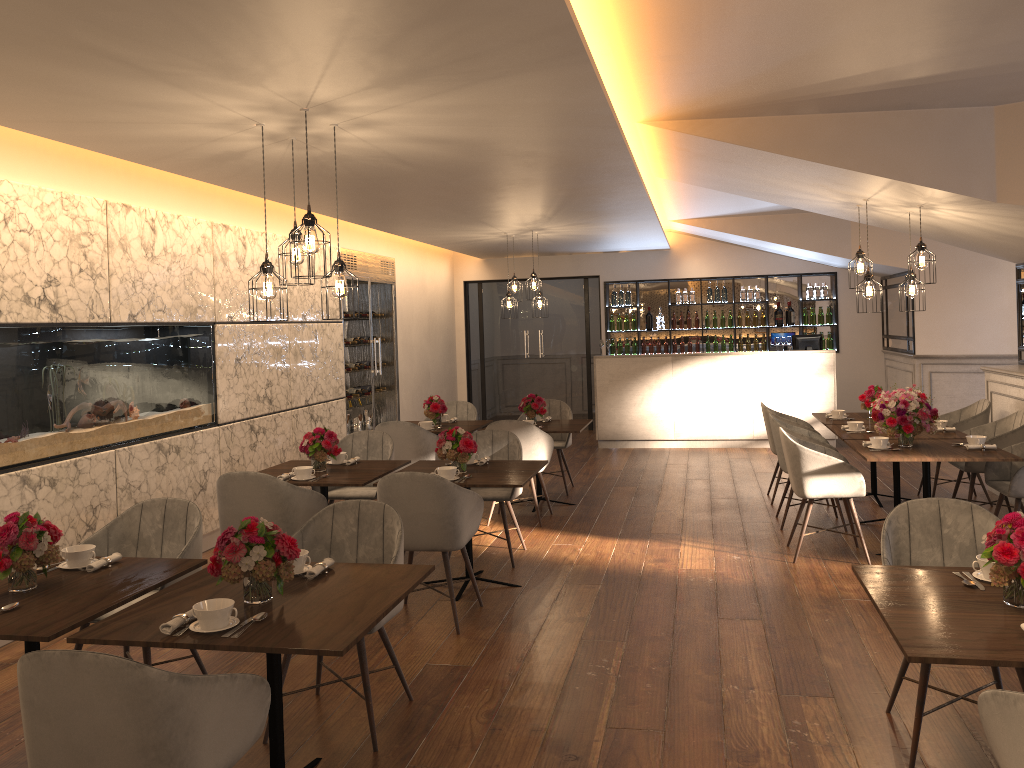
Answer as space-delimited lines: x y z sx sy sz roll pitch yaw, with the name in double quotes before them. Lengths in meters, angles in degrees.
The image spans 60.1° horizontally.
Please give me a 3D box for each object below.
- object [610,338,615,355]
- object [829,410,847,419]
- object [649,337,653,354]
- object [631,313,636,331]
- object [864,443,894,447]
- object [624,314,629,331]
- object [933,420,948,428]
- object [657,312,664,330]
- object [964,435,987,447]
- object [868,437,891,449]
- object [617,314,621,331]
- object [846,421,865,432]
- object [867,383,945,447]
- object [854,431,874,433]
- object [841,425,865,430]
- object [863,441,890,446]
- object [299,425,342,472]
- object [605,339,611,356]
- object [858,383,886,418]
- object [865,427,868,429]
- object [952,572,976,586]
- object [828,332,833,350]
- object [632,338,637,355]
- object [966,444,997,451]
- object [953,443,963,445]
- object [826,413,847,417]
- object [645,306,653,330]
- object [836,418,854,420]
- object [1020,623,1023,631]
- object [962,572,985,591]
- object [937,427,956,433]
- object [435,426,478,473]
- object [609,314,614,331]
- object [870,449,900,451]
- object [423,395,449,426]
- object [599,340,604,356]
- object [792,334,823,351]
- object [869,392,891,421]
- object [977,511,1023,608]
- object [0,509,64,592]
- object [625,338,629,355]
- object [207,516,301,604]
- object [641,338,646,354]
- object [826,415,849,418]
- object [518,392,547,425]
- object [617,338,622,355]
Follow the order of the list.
"object" 1.502 -0.557 13.276 0.065 0.261 0.066 -2 1 -9
"object" 2.845 0.267 7.728 0.148 0.072 0.148 -4 4 -35
"object" 2.065 -0.568 13.156 0.065 0.261 0.066 -2 1 -9
"object" 1.814 -0.925 13.204 0.065 0.261 0.066 -2 1 -9
"object" 2.491 0.415 6.016 0.192 0.024 0.025 -1 2 12
"object" 1.706 -0.923 13.227 0.065 0.261 0.066 -2 1 -9
"object" 3.261 0.317 6.760 0.148 0.072 0.148 -4 4 -35
"object" 2.199 -0.941 13.120 0.108 0.281 0.108 -2 1 -32
"object" 3.067 0.384 5.848 0.148 0.072 0.148 -4 4 -35
"object" 2.465 0.397 5.940 0.148 0.072 0.148 -4 4 -35
"object" 1.598 -0.921 13.250 0.065 0.261 0.066 -2 1 -9
"object" 2.658 0.331 6.852 0.148 0.072 0.148 -4 4 -35
"object" 2.670 0.208 6.023 0.419 0.425 0.406 -2 2 0
"object" 2.655 0.367 6.738 0.197 0.015 0.043 -1 3 8
"object" 2.682 0.340 6.964 0.175 0.039 0.056 -1 3 12
"object" 2.489 0.406 6.052 0.175 0.039 0.056 -1 3 12
"object" -1.259 0.414 5.754 0.305 0.301 0.234 0 2 34
"object" 1.253 -0.476 11.545 0.065 0.207 0.146 -2 2 4
"object" 3.142 0.142 7.680 0.305 0.301 0.234 -3 2 -31
"object" 2.685 0.349 6.928 0.192 0.024 0.025 -1 2 12
"object" 1.520 0.652 2.970 0.043 0.015 0.197 -1 4 16
"object" 4.546 -0.613 12.628 0.065 0.261 0.066 -2 1 -9
"object" 1.826 -0.563 13.207 0.065 0.261 0.066 -2 1 -9
"object" 3.044 0.409 5.737 0.175 0.039 0.056 -1 3 12
"object" 3.073 0.405 5.963 0.197 0.015 0.043 -1 3 8
"object" 2.869 0.276 7.840 0.175 0.039 0.056 -1 3 12
"object" 2.036 -0.978 13.160 0.104 0.359 0.104 -2 1 -16
"object" 2.841 0.303 7.614 0.197 0.015 0.043 -1 3 8
"object" 1.424 0.682 2.388 0.056 0.039 0.176 -1 4 12
"object" 1.545 0.658 2.958 0.022 0.004 0.211 -1 4 12
"object" 3.238 0.342 6.649 0.175 0.039 0.056 -1 3 12
"object" -0.336 0.400 5.528 0.305 0.301 0.234 0 3 45
"object" 1.490 -0.920 13.273 0.065 0.261 0.066 -2 1 -9
"object" 2.461 0.434 5.826 0.197 0.015 0.043 -1 3 8
"object" -0.699 0.235 8.180 0.234 0.301 0.305 -2 2 -13
"object" 1.169 -0.475 11.559 0.065 0.208 0.065 -2 1 3
"object" 3.741 -0.460 11.178 0.408 0.329 0.130 -2 1 -10
"object" 2.902 0.205 6.896 0.234 0.301 0.306 -1 2 31
"object" 1.553 0.524 2.711 0.234 0.301 0.306 -1 2 31
"object" -1.797 0.598 3.235 0.234 0.301 0.306 -1 2 14
"object" 1.718 -0.561 13.230 0.065 0.261 0.066 -2 1 -9
"object" -0.872 0.583 3.008 0.305 0.301 0.234 -2 2 -10
"object" 1.957 -0.566 13.179 0.065 0.261 0.066 -2 1 -9
"object" 2.871 0.285 7.804 0.192 0.024 0.025 -1 2 12
"object" 0.177 0.220 8.001 0.234 0.301 0.305 -3 2 -31
"object" 1.610 -0.559 13.253 0.065 0.261 0.066 -2 1 -9
